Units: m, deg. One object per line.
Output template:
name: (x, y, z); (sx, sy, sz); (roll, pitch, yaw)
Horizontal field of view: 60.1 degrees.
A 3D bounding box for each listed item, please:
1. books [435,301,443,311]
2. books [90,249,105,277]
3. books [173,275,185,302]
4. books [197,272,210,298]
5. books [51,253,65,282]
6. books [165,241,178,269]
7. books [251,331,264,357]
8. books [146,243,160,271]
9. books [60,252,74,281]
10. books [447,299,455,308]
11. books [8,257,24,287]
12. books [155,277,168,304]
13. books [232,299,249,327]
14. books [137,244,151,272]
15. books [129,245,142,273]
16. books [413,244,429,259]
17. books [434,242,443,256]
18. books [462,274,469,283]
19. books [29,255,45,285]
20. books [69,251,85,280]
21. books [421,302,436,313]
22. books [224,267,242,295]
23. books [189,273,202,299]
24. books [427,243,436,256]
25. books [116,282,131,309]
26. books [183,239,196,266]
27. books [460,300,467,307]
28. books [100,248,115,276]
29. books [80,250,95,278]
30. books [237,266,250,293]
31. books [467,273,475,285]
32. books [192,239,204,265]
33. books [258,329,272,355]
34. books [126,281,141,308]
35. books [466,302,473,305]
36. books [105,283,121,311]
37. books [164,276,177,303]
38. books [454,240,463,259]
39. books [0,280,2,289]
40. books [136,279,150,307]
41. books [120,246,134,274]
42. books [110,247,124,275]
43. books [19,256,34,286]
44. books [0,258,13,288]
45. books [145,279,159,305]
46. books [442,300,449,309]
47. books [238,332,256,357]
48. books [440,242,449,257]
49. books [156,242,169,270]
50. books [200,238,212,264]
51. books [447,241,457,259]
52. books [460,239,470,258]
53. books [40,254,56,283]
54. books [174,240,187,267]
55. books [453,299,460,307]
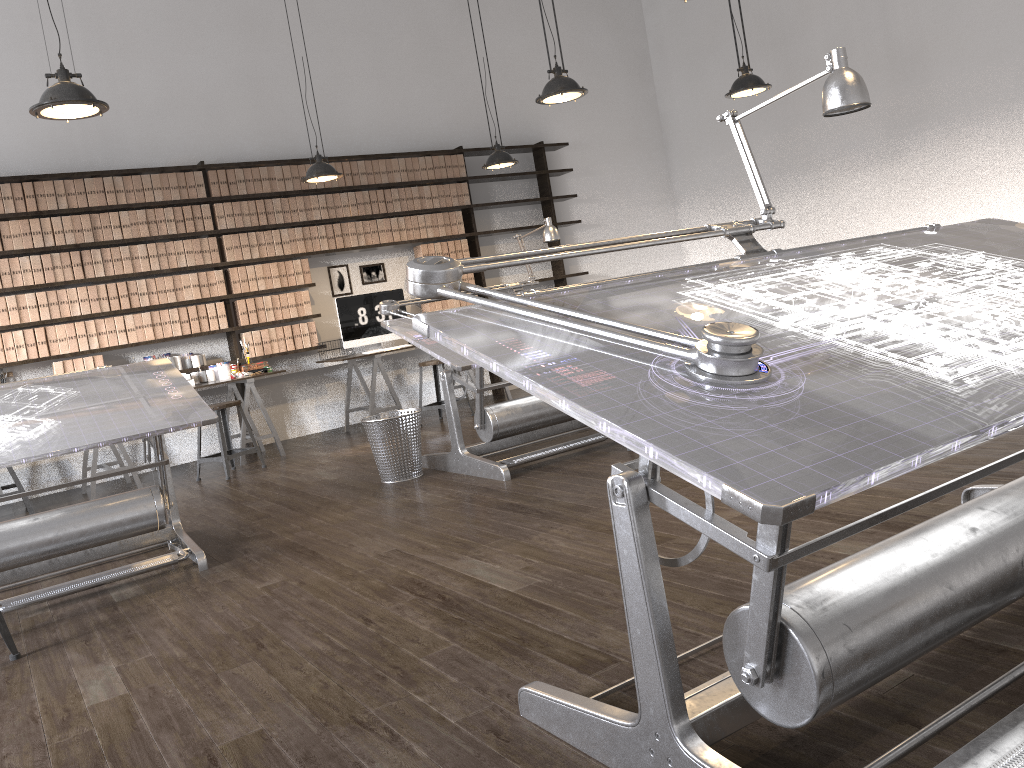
books: (-0.725, -0.675, 8.488); (0.067, 0.225, 0.174); (-11, 4, -31)
books: (-3.261, -0.936, 6.956); (0.067, 0.225, 0.174); (-11, 4, -31)
books: (-2.746, -0.771, 7.264); (0.067, 0.225, 0.174); (-11, 4, -31)
books: (-2.580, -0.809, 7.368); (0.067, 0.225, 0.174); (-11, 4, -31)
books: (-3.501, -0.881, 6.809); (0.067, 0.225, 0.174); (-11, 4, -31)
books: (-2.802, -1.041, 7.249); (0.067, 0.225, 0.174); (-11, 4, -31)
books: (-2.193, -0.339, 7.570); (0.067, 0.225, 0.174); (-11, 4, -31)
books: (-2.916, -1.015, 7.171); (0.067, 0.225, 0.174); (-11, 4, -31)
books: (-3.447, -0.894, 6.845); (0.067, 0.225, 0.174); (-11, 4, -31)
books: (-0.618, -0.700, 8.558); (0.067, 0.225, 0.174); (-11, 4, -31)
books: (-3.735, -0.828, 6.666); (0.067, 0.225, 0.174); (-11, 4, -31)
books: (-2.859, -0.745, 7.195); (0.067, 0.225, 0.174); (-11, 4, -31)
books: (-2.305, -0.597, 7.525); (0.067, 0.225, 0.174); (-11, 4, -31)
books: (-2.978, -1.001, 7.134); (0.067, 0.225, 0.174); (-11, 4, -31)
books: (-3.031, -0.989, 7.103); (0.067, 0.225, 0.174); (-11, 4, -31)
books: (-0.858, -1.209, 8.446); (0.067, 0.225, 0.174); (-11, 4, -31)
books: (-0.737, -1.236, 8.516); (0.067, 0.225, 0.174); (-11, 4, -31)
books: (-0.498, -1.010, 8.651); (0.067, 0.225, 0.174); (-11, 4, -31)
books: (-3.612, -0.855, 6.734); (0.067, 0.225, 0.174); (-11, 4, -31)
books: (-3.382, -0.908, 6.879); (0.067, 0.225, 0.174); (-11, 4, -31)
books: (-0.784, -0.662, 8.458); (0.067, 0.225, 0.174); (-11, 4, -31)
books: (-2.365, -0.865, 7.505); (0.067, 0.225, 0.174); (-11, 4, -31)
books: (-2.636, -0.796, 7.328); (0.067, 0.225, 0.174); (-11, 4, -31)
books: (-0.798, -1.222, 8.483); (0.067, 0.225, 0.174); (-11, 4, -31)
books: (-3.098, -0.690, 7.040); (0.067, 0.225, 0.174); (-11, 4, -31)
books: (-2.679, -1.069, 7.317); (0.067, 0.225, 0.174); (-11, 4, -31)
books: (-0.504, -0.726, 8.632); (0.067, 0.225, 0.174); (-11, 4, -31)
books: (-3.203, -0.950, 6.997); (0.067, 0.225, 0.174); (-11, 4, -31)
books: (-3.322, -0.922, 6.923); (0.067, 0.225, 0.174); (-11, 4, -31)
books: (-2.306, -0.878, 7.540); (0.067, 0.225, 0.174); (-11, 4, -31)
books: (-0.440, -1.024, 8.689); (0.067, 0.225, 0.174); (-11, 4, -31)
books: (-2.624, -1.081, 7.352); (0.067, 0.225, 0.174); (-11, 4, -31)
books: (-2.133, -0.353, 7.608); (0.067, 0.225, 0.174); (-11, 4, -31)
books: (-3.038, -0.704, 7.084); (0.067, 0.225, 0.174); (-11, 4, -31)
books: (-0.447, -0.739, 8.670); (0.067, 0.225, 0.174); (-11, 4, -31)
books: (-3.162, -0.676, 7.006); (0.067, 0.225, 0.174); (-11, 4, -31)
books: (-2.800, -0.758, 7.225); (0.067, 0.225, 0.174); (-11, 4, -31)
books: (-0.555, -1.278, 8.635); (0.067, 0.225, 0.174); (-11, 4, -31)
books: (-3.849, -0.802, 6.588); (0.067, 0.225, 0.174); (-11, 4, -31)
books: (-2.976, -0.718, 7.117); (0.067, 0.225, 0.174); (-11, 4, -31)
books: (-3.085, -0.976, 7.064); (0.067, 0.225, 0.174); (-11, 4, -31)
books: (-3.144, -0.963, 7.034); (0.067, 0.225, 0.174); (-11, 4, -31)
books: (-3.674, -0.842, 6.699); (0.067, 0.225, 0.174); (-11, 4, -31)
books: (-3.792, -0.815, 6.628); (0.067, 0.225, 0.174); (-11, 4, -31)
books: (-2.919, -0.732, 7.158); (0.067, 0.225, 0.174); (-11, 4, -31)
books: (-0.671, -0.688, 8.527); (0.067, 0.225, 0.174); (-11, 4, -31)
books: (-2.256, -0.325, 7.535); (0.067, 0.225, 0.174); (-11, 4, -31)
books: (-0.680, -1.250, 8.558); (0.067, 0.225, 0.174); (-11, 4, -31)
books: (-2.859, -1.028, 7.211); (0.067, 0.225, 0.174); (-11, 4, -31)
books: (-2.573, -1.093, 7.388); (0.067, 0.225, 0.174); (-11, 4, -31)
books: (-0.614, -1.264, 8.592); (0.067, 0.225, 0.174); (-11, 4, -31)
books: (-0.491, -1.293, 8.673); (0.067, 0.225, 0.174); (-11, 4, -31)
books: (-3.551, -0.869, 6.772); (0.067, 0.225, 0.174); (-11, 4, -31)
books: (-2.742, -1.055, 7.282); (0.067, 0.225, 0.174); (-11, 4, -31)
books: (-0.561, -0.712, 8.592); (0.067, 0.225, 0.174); (-11, 4, -31)
